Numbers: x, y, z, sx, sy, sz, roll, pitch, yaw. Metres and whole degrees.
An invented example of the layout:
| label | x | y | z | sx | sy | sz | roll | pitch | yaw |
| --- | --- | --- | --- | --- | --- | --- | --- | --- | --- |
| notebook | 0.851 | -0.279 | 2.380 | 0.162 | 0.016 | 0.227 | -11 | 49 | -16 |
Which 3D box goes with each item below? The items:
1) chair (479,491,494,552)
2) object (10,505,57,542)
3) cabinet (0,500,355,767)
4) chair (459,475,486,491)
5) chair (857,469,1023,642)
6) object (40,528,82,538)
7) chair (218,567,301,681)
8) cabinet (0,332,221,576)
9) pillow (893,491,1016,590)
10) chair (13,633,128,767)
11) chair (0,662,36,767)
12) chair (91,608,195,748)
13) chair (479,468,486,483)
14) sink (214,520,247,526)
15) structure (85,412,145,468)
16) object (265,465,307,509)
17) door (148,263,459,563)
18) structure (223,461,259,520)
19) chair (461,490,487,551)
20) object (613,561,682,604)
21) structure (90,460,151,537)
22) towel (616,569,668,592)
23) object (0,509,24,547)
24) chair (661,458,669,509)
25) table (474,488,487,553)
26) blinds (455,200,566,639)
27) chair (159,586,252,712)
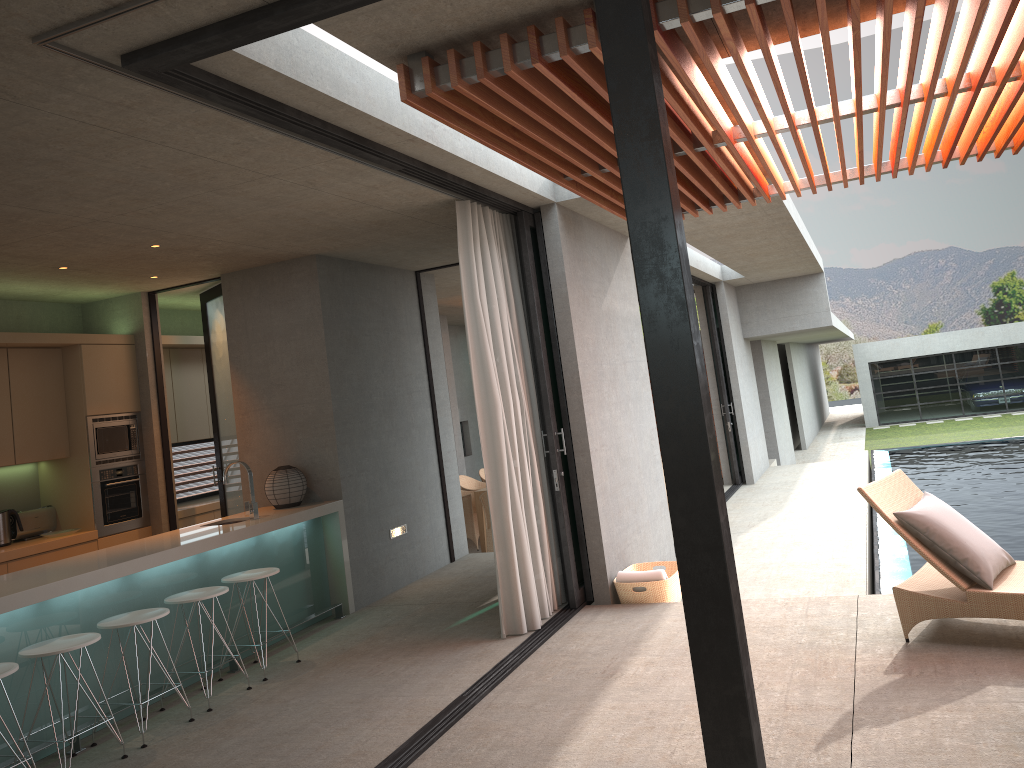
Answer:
| label | x | y | z | sx | sy | sz | roll | pitch | yaw |
| --- | --- | --- | --- | --- | --- | --- | --- | --- | --- |
| chair | -0.009 | 1.575 | 10.086 | 0.614 | 0.870 | 0.629 | -9 | -4 | 22 |
| object | -4.042 | 1.175 | 7.434 | 0.149 | 0.249 | 0.389 | -9 | -3 | 22 |
| cabinet | -2.464 | 1.520 | 5.430 | 0.796 | 0.905 | 4.119 | -9 | -1 | 22 |
| chair | -0.384 | 1.652 | 12.063 | 0.627 | 0.870 | 0.616 | -9 | -4 | 22 |
| chair | 3.027 | 0.835 | 4.371 | 2.276 | 0.833 | 0.701 | -9 | -3 | 41 |
| object | -3.742 | 1.243 | 7.338 | 0.310 | 0.034 | 0.308 | -7 | -1 | -10 |
| chair | -1.681 | 1.562 | 5.790 | 0.380 | 0.628 | 0.381 | -9 | -5 | 22 |
| cabinet | -3.606 | 0.839 | 6.340 | 1.956 | 2.583 | 7.467 | -9 | -2 | 22 |
| pillow | 2.442 | 0.849 | 4.868 | 0.423 | 0.430 | 0.610 | -10 | -4 | 40 |
| chair | -2.232 | 1.615 | 4.416 | 0.380 | 0.628 | 0.381 | -9 | -5 | 22 |
| chair | -2.409 | 1.633 | 3.977 | 0.380 | 0.628 | 0.381 | -9 | -5 | 22 |
| chair | -2.053 | 1.598 | 4.860 | 0.380 | 0.628 | 0.381 | -9 | -5 | 22 |
| chair | -0.108 | 1.625 | 12.748 | 0.627 | 0.870 | 0.616 | -9 | -4 | 22 |
| sink | -2.113 | 1.129 | 6.669 | 0.372 | 0.135 | 0.374 | -8 | -1 | 22 |
| structure | -3.686 | 0.515 | 7.858 | 0.457 | 0.440 | 0.596 | -9 | -3 | 22 |
| object | -1.851 | 0.839 | 7.235 | 0.339 | 0.337 | 0.339 | -8 | -3 | 13 |
| door | -1.443 | 1.048 | 2.334 | 5.779 | 4.504 | 15.230 | -7 | -1 | -6 |
| structure | -2.060 | 0.804 | 6.640 | 0.257 | 0.445 | 0.097 | -9 | -6 | 21 |
| chair | -0.661 | 1.679 | 11.378 | 0.627 | 0.870 | 0.616 | -9 | -4 | 22 |
| object | 1.040 | 1.549 | 6.577 | 0.444 | 0.302 | 0.679 | -8 | -2 | 22 |
| structure | -3.602 | 1.018 | 7.802 | 0.495 | 0.584 | 0.596 | -9 | -3 | 22 |
| towel | 0.982 | 1.497 | 6.442 | 0.367 | 0.314 | 0.309 | -9 | -3 | 22 |
| object | -4.119 | 1.162 | 7.125 | 0.176 | 0.287 | 0.278 | -10 | -4 | 27 |
| chair | 1.912 | 1.347 | 11.972 | 0.627 | 0.870 | 0.616 | -9 | -4 | 22 |
| table | 0.781 | 1.550 | 12.014 | 1.274 | 0.762 | 3.255 | -8 | -1 | 22 |
| blinds | -0.029 | 0.178 | 6.274 | 0.228 | 2.957 | 0.882 | -9 | -5 | 19 |
| chair | -1.869 | 1.580 | 5.322 | 0.380 | 0.628 | 0.381 | -9 | -5 | 22 |
